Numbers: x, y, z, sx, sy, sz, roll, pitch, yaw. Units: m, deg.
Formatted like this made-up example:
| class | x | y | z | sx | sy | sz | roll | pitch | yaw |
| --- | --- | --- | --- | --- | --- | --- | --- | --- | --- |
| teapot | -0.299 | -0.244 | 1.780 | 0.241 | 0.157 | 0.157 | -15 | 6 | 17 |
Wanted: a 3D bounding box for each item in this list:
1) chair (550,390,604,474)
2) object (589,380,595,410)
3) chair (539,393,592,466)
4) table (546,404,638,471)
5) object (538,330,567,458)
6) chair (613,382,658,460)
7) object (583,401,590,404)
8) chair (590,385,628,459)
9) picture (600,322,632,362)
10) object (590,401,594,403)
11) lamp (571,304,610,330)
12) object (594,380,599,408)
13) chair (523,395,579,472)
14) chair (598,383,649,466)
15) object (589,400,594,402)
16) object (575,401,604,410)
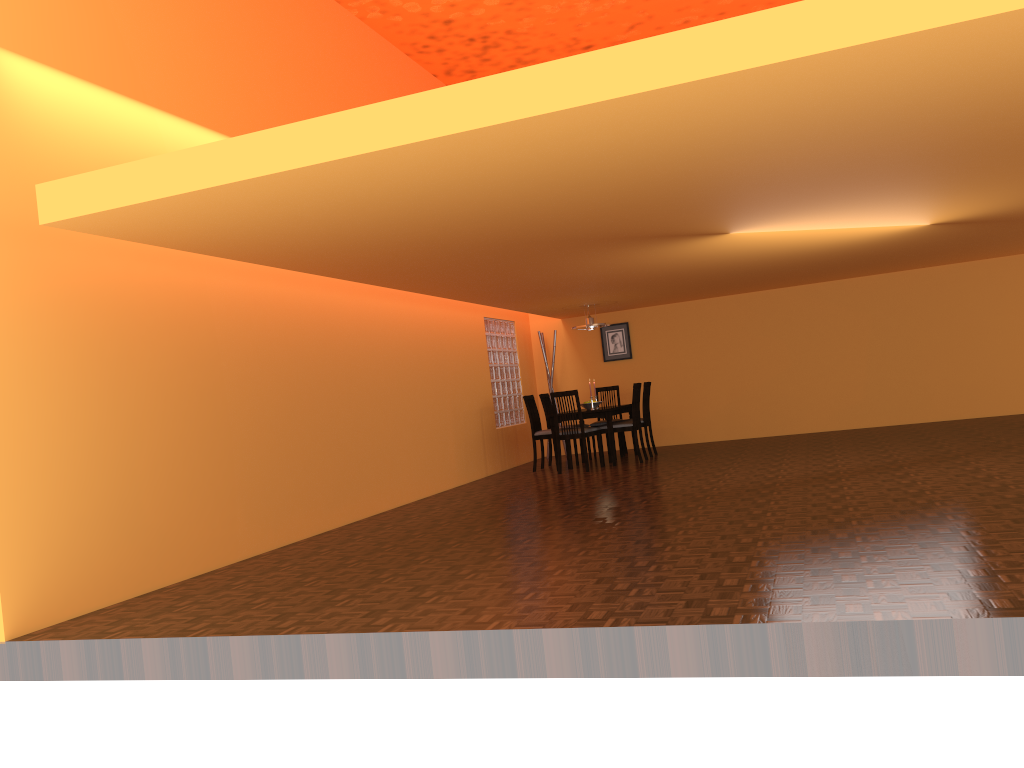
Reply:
| class | x | y | z | sx | sy | sz | roll | pitch | yaw |
| --- | --- | --- | --- | --- | --- | --- | --- | --- | --- |
| chair | 0.629 | 0.464 | 8.792 | 0.373 | 0.809 | 0.465 | -7 | -1 | 24 |
| object | 0.817 | 0.105 | 9.166 | 0.044 | 0.326 | 0.044 | -7 | -1 | 8 |
| chair | 0.595 | 0.486 | 9.881 | 0.465 | 0.809 | 0.373 | -7 | -1 | 19 |
| table | 0.901 | 0.558 | 9.467 | 0.697 | 0.584 | 1.259 | -7 | -1 | 19 |
| object | 0.505 | 0.126 | 11.000 | 0.308 | 1.589 | 0.226 | -7 | -1 | 41 |
| chair | 1.315 | 0.401 | 9.633 | 0.465 | 0.809 | 0.373 | -7 | -1 | 19 |
| object | 0.800 | 0.223 | 9.422 | 0.089 | 0.076 | 0.087 | -7 | -1 | 25 |
| chair | 1.107 | 0.433 | 10.175 | 0.373 | 0.809 | 0.465 | -7 | -1 | 14 |
| picture | 1.288 | -0.517 | 10.984 | 0.361 | 0.456 | 0.014 | -7 | -1 | 19 |
| object | 0.847 | 0.197 | 9.343 | 0.046 | 0.046 | 0.055 | -6 | -1 | 2 |
| lamp | 0.858 | -0.733 | 9.790 | 0.435 | 0.274 | 0.435 | -7 | -1 | 41 |
| object | 0.912 | 0.103 | 9.706 | 0.044 | 0.326 | 0.044 | -7 | -1 | 8 |
| chair | 0.409 | 0.498 | 9.335 | 0.465 | 0.809 | 0.373 | -7 | -1 | 19 |
| chair | 1.129 | 0.413 | 9.087 | 0.465 | 0.809 | 0.373 | -7 | -1 | 19 |
| object | 0.855 | 0.198 | 9.507 | 0.069 | 0.066 | 0.069 | -7 | -1 | 29 |
| object | 0.838 | 0.235 | 9.437 | 0.337 | 0.072 | 0.337 | -6 | -1 | -15 |
